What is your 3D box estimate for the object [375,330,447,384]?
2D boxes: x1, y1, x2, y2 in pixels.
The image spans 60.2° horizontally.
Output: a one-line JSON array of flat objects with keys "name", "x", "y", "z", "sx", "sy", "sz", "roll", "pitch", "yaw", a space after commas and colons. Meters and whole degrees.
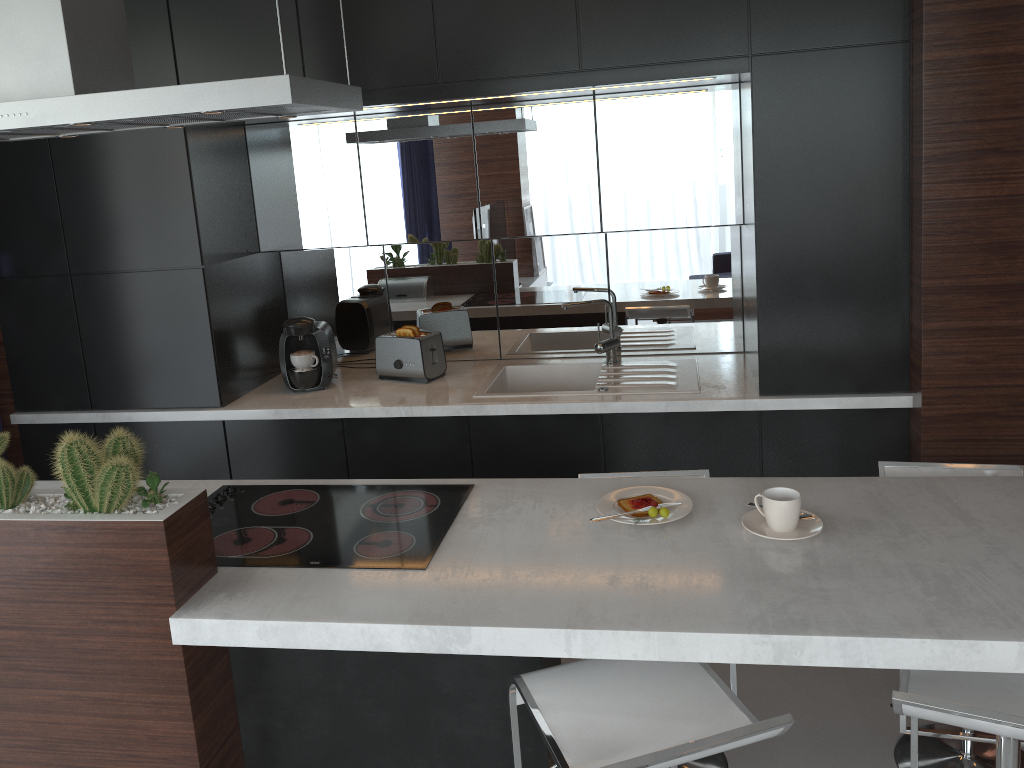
[{"name": "object", "x": -0.432, "y": -0.116, "z": 3.712, "sx": 0.261, "sy": 0.192, "sz": 0.179, "roll": 4, "pitch": 14, "yaw": 31}]

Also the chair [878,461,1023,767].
[{"name": "chair", "x": 1.180, "y": 0.633, "z": 2.269, "sx": 0.396, "sy": 0.728, "sz": 0.472, "roll": -1, "pitch": 12, "yaw": 17}]

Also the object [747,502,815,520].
[{"name": "object", "x": 0.638, "y": 0.307, "z": 2.103, "sx": 0.166, "sy": 0.012, "sz": 0.036, "roll": 6, "pitch": 18, "yaw": 35}]

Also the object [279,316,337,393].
[{"name": "object", "x": -0.855, "y": -0.140, "z": 3.697, "sx": 0.215, "sy": 0.307, "sz": 0.274, "roll": -5, "pitch": 12, "yaw": -4}]

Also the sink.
[{"name": "sink", "x": 0.310, "y": -0.060, "z": 3.523, "sx": 0.852, "sy": 0.485, "sz": 0.512, "roll": -2, "pitch": 13, "yaw": 11}]

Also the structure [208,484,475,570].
[{"name": "structure", "x": -0.522, "y": 0.368, "z": 2.293, "sx": 0.763, "sy": 0.056, "sz": 0.514, "roll": -1, "pitch": 15, "yaw": 11}]

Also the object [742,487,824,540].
[{"name": "object", "x": 0.624, "y": 0.295, "z": 2.042, "sx": 0.182, "sy": 0.085, "sz": 0.185, "roll": -7, "pitch": 14, "yaw": -12}]

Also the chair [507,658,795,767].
[{"name": "chair", "x": 0.238, "y": 0.871, "z": 1.687, "sx": 0.397, "sy": 0.698, "sz": 0.470, "roll": -8, "pitch": 12, "yaw": -16}]

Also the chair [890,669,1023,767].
[{"name": "chair", "x": 0.932, "y": 0.820, "z": 1.683, "sx": 0.396, "sy": 0.698, "sz": 0.471, "roll": 2, "pitch": 13, "yaw": 28}]

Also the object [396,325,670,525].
[{"name": "object", "x": -0.044, "y": 0.040, "z": 2.935, "sx": 0.141, "sy": 0.218, "sz": 1.902, "roll": -9, "pitch": 15, "yaw": -23}]

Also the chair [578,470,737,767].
[{"name": "chair", "x": 0.393, "y": 0.666, "z": 2.369, "sx": 0.396, "sy": 0.728, "sz": 0.472, "roll": -3, "pitch": 11, "yaw": 7}]

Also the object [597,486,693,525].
[{"name": "object", "x": 0.331, "y": 0.309, "z": 2.208, "sx": 0.239, "sy": 0.019, "sz": 0.242, "roll": -9, "pitch": 15, "yaw": -16}]

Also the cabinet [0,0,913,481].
[{"name": "cabinet", "x": -0.332, "y": -0.509, "z": 3.555, "sx": 3.475, "sy": 2.514, "sz": 0.717, "roll": -2, "pitch": 10, "yaw": 11}]

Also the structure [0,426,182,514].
[{"name": "structure", "x": -1.229, "y": 0.159, "z": 1.996, "sx": 0.999, "sy": 0.282, "sz": 0.226, "roll": -1, "pitch": 12, "yaw": 13}]

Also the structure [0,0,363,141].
[{"name": "structure", "x": -0.965, "y": -1.002, "z": 2.114, "sx": 1.043, "sy": 0.748, "sz": 0.454, "roll": -2, "pitch": 11, "yaw": 11}]

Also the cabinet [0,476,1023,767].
[{"name": "cabinet", "x": -0.084, "y": -0.128, "z": 2.024, "sx": 3.332, "sy": 2.512, "sz": 0.799, "roll": -2, "pitch": 11, "yaw": 11}]

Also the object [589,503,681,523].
[{"name": "object", "x": 0.302, "y": 0.312, "z": 2.165, "sx": 0.250, "sy": 0.008, "sz": 0.027, "roll": -10, "pitch": 15, "yaw": -20}]
